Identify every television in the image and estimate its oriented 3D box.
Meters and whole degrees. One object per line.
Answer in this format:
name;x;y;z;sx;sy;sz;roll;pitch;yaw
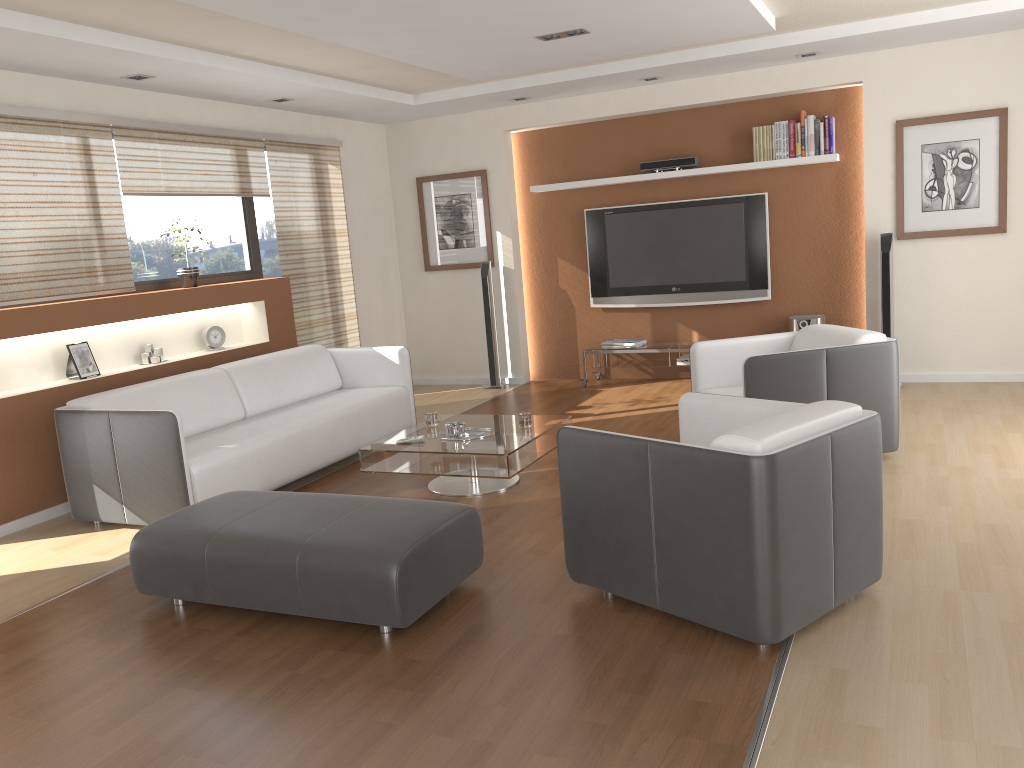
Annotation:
television;1.421;-1.131;7.715;1.594;0.900;0.097;0;10;25

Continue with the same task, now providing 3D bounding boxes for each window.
window;-2.720;-1.118;5.766;0.010;0.986;2.817;0;10;25
window;-1.869;-0.907;7.600;0.010;2.162;0.889;0;10;25

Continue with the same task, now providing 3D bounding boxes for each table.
table;-0.231;0.419;5.061;0.900;0.300;0.900;0;10;25

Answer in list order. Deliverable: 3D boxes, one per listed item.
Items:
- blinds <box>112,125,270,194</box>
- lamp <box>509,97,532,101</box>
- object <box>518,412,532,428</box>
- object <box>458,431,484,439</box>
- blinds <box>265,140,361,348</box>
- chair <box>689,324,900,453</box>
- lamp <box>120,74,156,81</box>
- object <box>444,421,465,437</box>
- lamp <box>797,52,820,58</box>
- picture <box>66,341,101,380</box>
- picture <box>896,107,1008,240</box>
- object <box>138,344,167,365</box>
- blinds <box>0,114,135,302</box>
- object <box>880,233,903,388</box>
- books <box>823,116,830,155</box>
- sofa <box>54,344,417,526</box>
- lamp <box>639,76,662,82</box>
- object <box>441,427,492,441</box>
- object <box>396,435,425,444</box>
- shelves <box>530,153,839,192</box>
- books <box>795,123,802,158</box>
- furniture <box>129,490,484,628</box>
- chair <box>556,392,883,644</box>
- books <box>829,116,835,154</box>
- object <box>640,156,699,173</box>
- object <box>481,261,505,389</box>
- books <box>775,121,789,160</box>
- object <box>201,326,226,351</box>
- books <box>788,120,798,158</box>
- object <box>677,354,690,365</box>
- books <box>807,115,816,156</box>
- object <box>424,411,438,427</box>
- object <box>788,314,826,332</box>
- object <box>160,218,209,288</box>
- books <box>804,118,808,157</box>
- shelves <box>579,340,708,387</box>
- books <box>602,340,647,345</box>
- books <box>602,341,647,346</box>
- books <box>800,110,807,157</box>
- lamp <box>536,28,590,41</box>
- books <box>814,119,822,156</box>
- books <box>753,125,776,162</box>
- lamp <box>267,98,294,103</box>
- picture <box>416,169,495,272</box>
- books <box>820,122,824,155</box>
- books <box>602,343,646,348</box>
blinds;-2.201;-1.555;6.242;0.001;0.441;1.432;0;10;25
lamp;0.068;-2.454;7.505;0.146;0.087;0.146;0;10;25
object;0.074;0.206;5.041;0.079;0.077;0.079;-2;10;14
object;-0.222;0.274;4.893;0.147;0.035;0.051;-9;10;-23
blinds;-1.623;-0.915;7.482;0.001;2.200;0.980;0;10;25
chair;1.602;0.058;5.078;0.919;0.706;0.767;-6;10;-10
lamp;-2.284;-1.909;5.398;0.146;0.087;0.146;0;10;25
object;-0.318;0.249;4.952;0.118;0.079;0.117;1;11;32
lamp;2.181;-2.464;6.525;0.146;0.087;0.146;0;10;25
picture;-2.633;-0.144;5.417;0.133;0.216;0.159;-1;10;20
picture;3.239;-1.536;6.549;0.734;0.884;0.025;0;10;25
object;-2.414;-0.207;5.948;0.141;0.131;0.141;-4;9;3
blinds;-2.772;-0.994;5.003;0.001;1.044;1.432;0;10;25
object;2.861;-0.559;6.758;0.228;1.165;0.215;1;11;30
books;2.489;-1.957;7.001;0.041;0.293;0.169;0;10;25
sofa;-1.587;0.212;5.592;0.919;0.661;2.238;0;10;25
lamp;1.098;-2.459;7.027;0.146;0.087;0.146;0;10;25
object;-0.253;0.280;4.955;0.315;0.011;0.273;1;11;32
object;-0.563;0.307;4.892;0.158;0.029;0.064;-4;10;6
shelves;1.388;-1.782;7.544;2.612;0.050;0.200;0;10;25
books;2.296;-1.941;7.084;0.041;0.266;0.186;0;10;25
furniture;-0.832;0.659;3.609;1.291;0.301;0.685;0;10;25
chair;0.766;0.405;3.278;0.767;0.661;0.919;-12;12;-39
books;2.522;-1.954;6.987;0.029;0.286;0.169;0;10;25
object;1.340;-1.860;7.546;0.470;0.109;0.182;0;10;25
object;-0.192;-0.544;8.173;0.228;1.165;0.215;-1;10;20
books;2.185;-1.957;7.147;0.104;0.295;0.146;0;10;25
object;-2.173;-0.336;6.463;0.096;0.176;0.160;3;12;40
books;2.256;-1.956;7.109;0.053;0.293;0.169;0;10;25
object;1.650;-0.211;7.555;0.435;0.052;0.274;0;10;25
books;2.383;-1.965;7.044;0.050;0.313;0.179;0;10;25
object;-0.481;0.210;5.291;0.079;0.077;0.079;-2;10;14
object;2.413;-0.288;7.264;0.286;0.518;0.323;0;10;25
object;-2.248;-0.914;6.190;0.342;0.477;0.268;-2;10;15
books;2.353;-1.957;7.066;0.022;0.293;0.167;0;10;25
shelves;1.392;-0.177;7.710;1.617;0.340;0.444;0;10;25
books;0.991;-0.374;7.843;0.326;0.017;0.228;2;12;36
books;0.992;-0.361;7.845;0.326;0.017;0.228;4;13;42
books;2.328;-1.988;7.070;0.028;0.358;0.169;0;10;25
lamp;0.295;-2.086;5.192;0.291;0.087;0.146;0;10;25
books;2.430;-1.951;7.037;0.041;0.278;0.157;0;10;25
books;2.061;-1.946;7.203;0.167;0.275;0.195;0;10;25
lamp;-1.726;-2.156;6.603;0.146;0.087;0.146;0;10;25
picture;-0.535;-1.517;8.299;0.734;0.884;0.025;0;10;25
books;2.460;-1.935;7.020;0.028;0.248;0.169;0;10;25
books;0.993;-0.349;7.847;0.326;0.017;0.228;0;11;28
